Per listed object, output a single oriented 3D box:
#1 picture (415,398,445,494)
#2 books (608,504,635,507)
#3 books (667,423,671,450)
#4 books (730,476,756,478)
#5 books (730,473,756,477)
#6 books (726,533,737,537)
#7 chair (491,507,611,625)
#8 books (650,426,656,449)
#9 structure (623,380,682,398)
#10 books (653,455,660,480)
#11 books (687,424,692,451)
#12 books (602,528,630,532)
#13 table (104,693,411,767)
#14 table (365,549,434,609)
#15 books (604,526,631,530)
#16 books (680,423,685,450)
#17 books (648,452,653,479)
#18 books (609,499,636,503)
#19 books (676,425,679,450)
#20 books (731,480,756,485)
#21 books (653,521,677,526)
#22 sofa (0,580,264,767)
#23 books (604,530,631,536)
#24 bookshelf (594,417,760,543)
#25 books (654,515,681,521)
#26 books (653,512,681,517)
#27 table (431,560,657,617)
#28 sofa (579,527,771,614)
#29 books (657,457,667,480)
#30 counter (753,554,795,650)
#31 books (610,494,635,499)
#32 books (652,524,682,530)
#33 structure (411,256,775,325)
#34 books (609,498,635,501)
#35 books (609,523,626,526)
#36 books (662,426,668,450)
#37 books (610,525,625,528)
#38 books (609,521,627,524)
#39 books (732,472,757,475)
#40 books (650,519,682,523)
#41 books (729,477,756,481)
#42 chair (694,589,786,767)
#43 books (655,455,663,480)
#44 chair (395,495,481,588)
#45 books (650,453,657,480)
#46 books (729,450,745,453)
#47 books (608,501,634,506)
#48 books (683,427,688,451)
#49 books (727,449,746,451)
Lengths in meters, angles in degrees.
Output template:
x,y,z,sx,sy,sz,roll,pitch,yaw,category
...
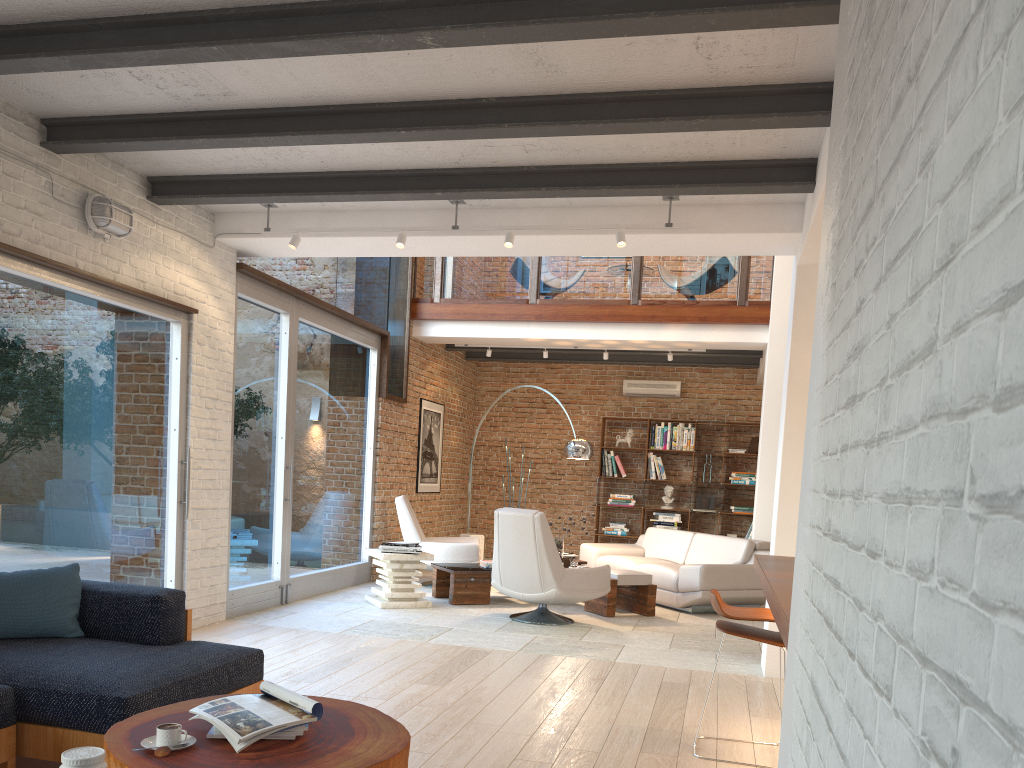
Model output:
x,y,z,sx,sy,sz,roll,pitch,yaw,category
-1.055,0.823,11.288,0.027,1.199,0.912,4,1,14,picture
1.587,1.755,12.598,0.355,0.020,0.273,2,-6,13,books
2.232,0.749,12.374,0.036,0.385,0.243,4,2,14,books
3.243,1.303,12.170,0.379,0.018,0.245,3,-6,6,books
3.244,1.275,12.159,0.379,0.036,0.245,2,-6,7,books
3.092,2.132,12.282,0.132,0.034,0.206,2,-6,9,books
0.239,1.596,7.671,1.022,1.018,0.975,3,-1,30,chair
2.023,0.772,12.445,0.055,0.330,0.254,4,1,14,books
2.010,0.070,12.509,0.811,0.220,0.200,2,-1,13,structure
2.074,1.194,12.450,0.124,0.349,0.272,4,1,14,books
2.508,0.759,12.319,0.036,0.385,0.243,4,2,14,books
1.515,2.111,12.643,0.379,0.036,0.245,2,-6,13,books
-0.832,1.225,2.187,1.073,0.446,1.840,2,-6,19,table
-1.065,1.828,8.216,0.497,0.505,0.492,4,-1,-26,table
1.530,2.083,12.628,0.379,0.018,0.245,3,-6,6,books
2.417,0.756,12.340,0.036,0.385,0.243,4,2,14,books
1.990,1.176,12.483,0.101,0.385,0.243,4,2,14,books
1.589,1.688,12.579,0.379,0.036,0.245,2,-6,7,books
2.352,0.767,12.356,0.020,0.360,0.271,4,1,14,books
3.244,1.377,12.176,0.325,0.055,0.256,1,-6,23,books
2.187,1.991,12.449,0.326,0.055,0.256,2,-6,8,books
-2.047,1.064,2.338,2.074,0.660,3.968,2,-6,14,sofa
1.531,2.157,12.634,0.325,0.055,0.256,1,-6,23,books
2.733,1.634,12.302,3.027,2.210,0.363,3,4,13,bookshelf
2.223,1.914,12.466,0.379,0.064,0.245,2,-5,8,books
2.220,1.862,12.459,0.379,0.036,0.245,2,-6,13,books
0.189,2.018,8.999,1.979,0.429,2.201,6,-6,-25,table
1.808,2.015,9.650,1.149,0.755,2.324,5,-5,-26,sofa
2.140,1.204,12.430,0.158,0.330,0.254,4,1,14,books
1.802,1.257,3.315,1.682,0.919,2.508,2,-5,14,counter
1.603,1.623,12.590,0.326,0.055,0.256,2,-6,16,books
2.212,2.054,12.458,0.379,0.064,0.245,3,-5,0,books
2.549,-0.093,5.425,10.131,4.139,13.919,2,-5,14,structure
1.593,1.661,12.597,0.355,0.020,0.273,2,-6,12,books
1.533,2.034,12.655,0.236,0.019,0.171,3,-6,6,books
2.189,0.777,12.406,0.055,0.330,0.254,4,1,14,books
1.535,2.060,12.649,0.205,0.034,0.133,2,-6,13,books
1.538,2.005,12.631,0.251,0.017,0.163,2,-6,13,books
3.249,1.248,12.177,0.355,0.020,0.273,2,-6,12,books
2.208,1.954,12.454,0.443,0.020,0.273,2,-6,13,books
3.229,1.331,12.185,0.379,0.036,0.245,2,-6,13,books
1.110,1.384,4.162,0.422,0.777,0.403,4,2,14,chair
2.097,1.196,12.454,0.124,0.349,0.272,4,1,14,books
-0.830,1.757,9.738,0.984,1.001,1.025,3,-1,-2,chair
2.021,1.175,12.452,0.103,0.385,0.243,4,2,14,books
3.127,0.948,12.123,0.205,0.034,0.133,2,-6,13,books
1.578,1.725,12.591,0.379,0.036,0.245,2,-6,9,books
2.459,0.784,12.327,0.055,0.330,0.254,4,1,14,books
3.124,0.922,12.129,0.236,0.019,0.171,3,-6,6,books
